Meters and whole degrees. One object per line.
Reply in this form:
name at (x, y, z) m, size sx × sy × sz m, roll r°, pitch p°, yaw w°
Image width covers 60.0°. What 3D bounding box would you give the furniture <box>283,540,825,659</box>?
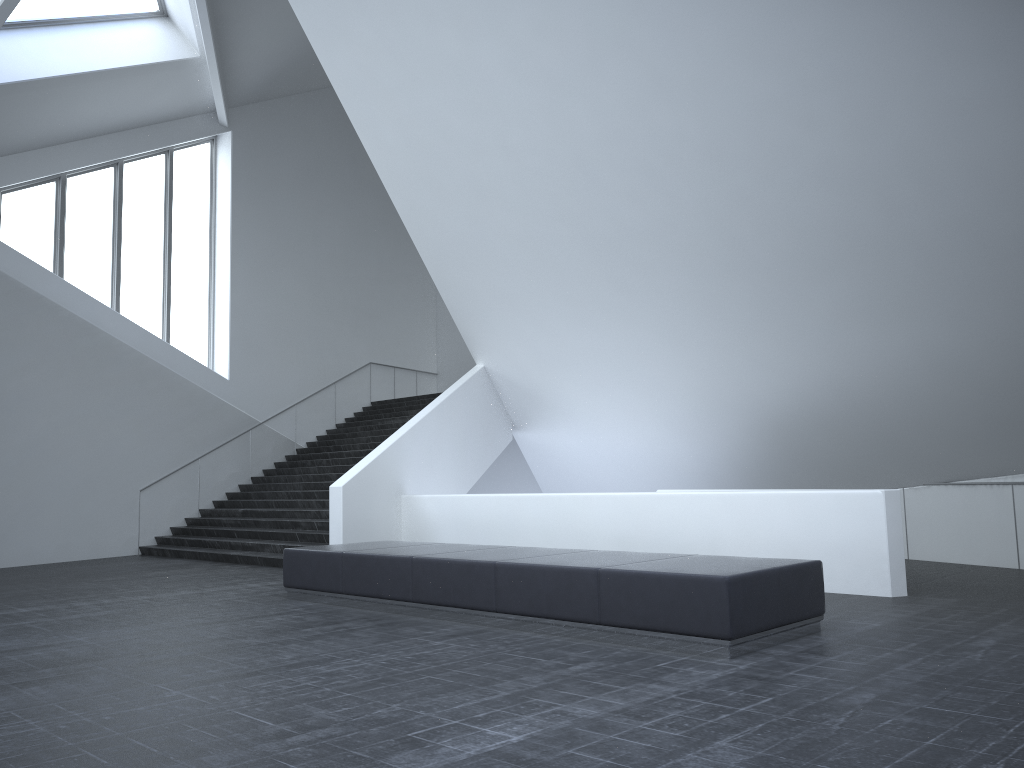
furniture at (-0.035, 1.942, 8.648) m, size 5.742 × 0.580 × 1.488 m, roll -7°, pitch -9°, yaw 44°
